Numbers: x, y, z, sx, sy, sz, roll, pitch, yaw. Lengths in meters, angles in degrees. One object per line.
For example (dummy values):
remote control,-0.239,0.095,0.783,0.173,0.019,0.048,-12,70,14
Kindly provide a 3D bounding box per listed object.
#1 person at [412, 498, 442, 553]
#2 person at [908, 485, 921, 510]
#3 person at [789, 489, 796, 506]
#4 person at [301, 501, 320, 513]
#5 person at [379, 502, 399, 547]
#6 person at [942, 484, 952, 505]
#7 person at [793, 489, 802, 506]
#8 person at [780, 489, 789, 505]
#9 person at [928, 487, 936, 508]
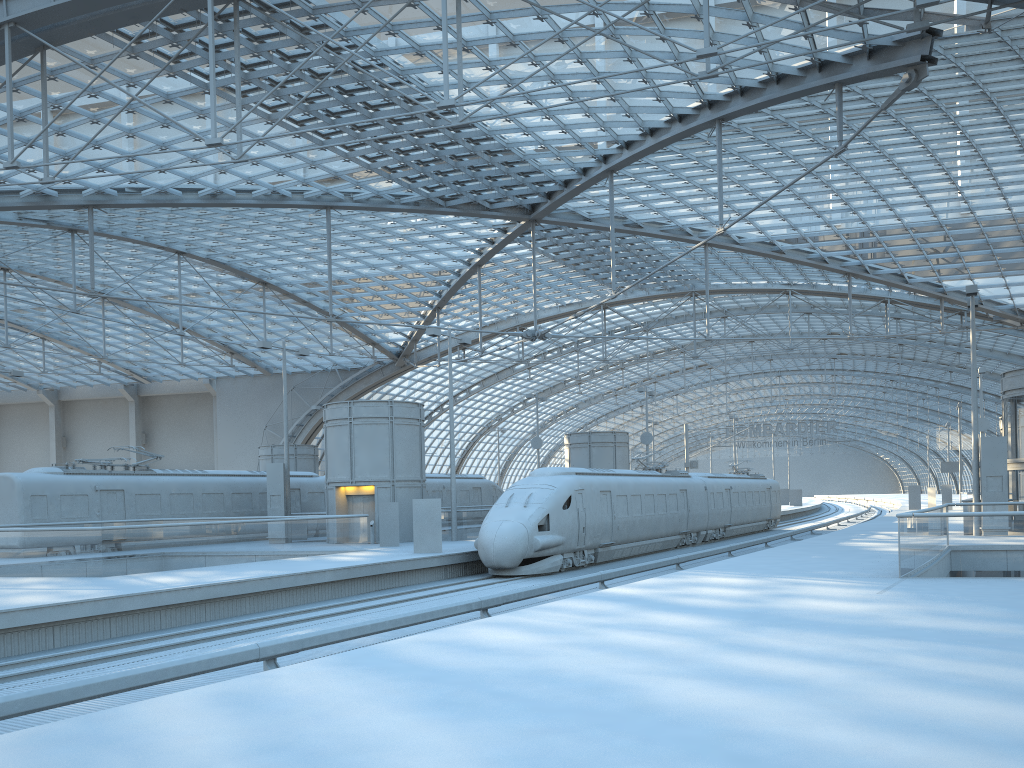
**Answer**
person,-2.568,4.366,26.908,0.875,1.708,0.001,-1,0,2
person,28.880,8.158,62.931,0.001,1.801,0.903,-2,-1,-38
person,28.905,11.657,89.994,0.877,1.707,0.001,-2,0,27
person,-8.966,6.110,39.256,0.827,1.734,0.001,-1,0,2
person,-4.334,4.990,31.091,0.710,1.614,0.001,-1,0,7
person,29.959,7.829,60.607,0.068,1.810,0.784,-2,-1,-31
person,28.122,11.230,86.399,0.828,1.734,0.001,-2,0,27
person,29.276,12.167,94.553,0.901,1.801,0.001,-2,0,22
person,32.145,8.719,67.263,0.001,1.613,0.809,-1,-1,-18
